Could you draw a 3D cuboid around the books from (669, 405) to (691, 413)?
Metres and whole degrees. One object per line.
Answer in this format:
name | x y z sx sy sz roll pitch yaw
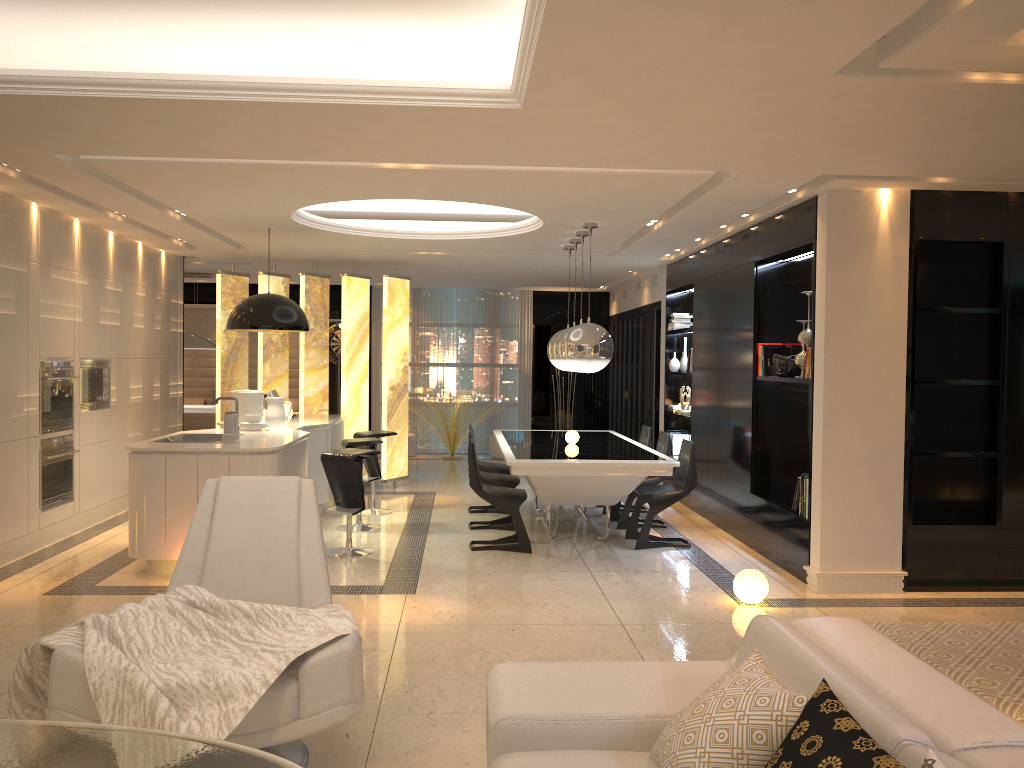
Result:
books | 1.912 0.285 10.095 0.209 0.073 0.266 1 1 0

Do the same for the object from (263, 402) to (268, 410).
object | -2.436 0.247 8.898 0.266 0.147 0.253 2 2 40

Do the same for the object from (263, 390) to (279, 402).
object | -2.442 0.161 8.892 0.249 0.212 0.256 2 2 32

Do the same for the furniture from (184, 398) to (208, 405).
furniture | -5.779 0.644 14.493 1.312 0.810 1.107 1 1 -3

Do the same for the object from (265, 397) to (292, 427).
object | -2.089 0.248 7.891 0.211 0.254 0.183 -1 2 -41

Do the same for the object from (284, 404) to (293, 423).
object | -2.118 0.263 8.117 0.212 0.214 0.213 -1 2 -43

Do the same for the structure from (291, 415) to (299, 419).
structure | -2.463 0.333 8.899 0.502 0.026 0.811 1 1 -3

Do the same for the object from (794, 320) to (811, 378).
object | 2.127 -0.253 6.469 0.121 0.416 0.121 1 1 -8

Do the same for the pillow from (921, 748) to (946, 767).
pillow | 0.653 0.865 1.360 0.255 0.399 0.526 1 1 -3

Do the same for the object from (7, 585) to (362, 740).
object | -1.251 1.091 3.303 1.347 0.580 0.972 2 2 34

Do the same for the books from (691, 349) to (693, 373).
books | 1.978 -0.246 9.212 0.212 0.261 0.252 1 1 -3

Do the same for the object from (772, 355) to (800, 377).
object | 2.085 -0.134 6.736 0.193 0.177 0.375 1 1 -2

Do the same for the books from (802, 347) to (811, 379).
books | 2.136 -0.152 6.127 0.189 0.238 0.290 1 1 -4

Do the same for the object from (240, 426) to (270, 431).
object | -2.163 0.370 7.426 0.264 0.033 0.264 0 2 -34

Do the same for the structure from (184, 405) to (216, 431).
structure | -4.697 0.714 12.058 2.912 0.812 1.659 1 1 -3

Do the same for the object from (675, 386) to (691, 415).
object | 1.897 0.179 9.711 0.177 0.311 0.177 1 1 -3

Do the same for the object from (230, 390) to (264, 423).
object | -2.306 0.213 7.712 0.288 0.330 0.288 1 2 14

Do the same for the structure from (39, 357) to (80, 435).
structure | -3.873 0.085 7.086 0.595 0.597 0.609 1 1 -3

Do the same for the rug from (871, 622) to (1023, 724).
rug | 4.606 1.425 4.508 5.025 0.015 1.526 1 1 -3

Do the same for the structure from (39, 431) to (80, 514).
structure | -3.881 0.694 7.102 0.595 0.597 0.609 1 1 -3

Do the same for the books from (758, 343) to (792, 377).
books | 2.085 -0.191 7.046 0.210 0.270 0.236 1 1 -4

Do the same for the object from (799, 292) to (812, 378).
object | 2.110 -0.346 6.314 0.121 0.612 0.121 1 1 -8

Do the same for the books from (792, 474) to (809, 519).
books | 2.109 0.768 6.179 0.222 0.296 0.345 1 1 -3

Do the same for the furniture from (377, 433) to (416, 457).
furniture | -1.858 0.936 13.765 0.735 0.357 0.735 1 1 -1

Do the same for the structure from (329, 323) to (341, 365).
structure | -2.695 -0.633 14.058 0.669 0.669 0.048 1 1 -3

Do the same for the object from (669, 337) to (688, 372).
object | 1.891 -0.335 10.075 0.210 0.395 0.180 1 1 0

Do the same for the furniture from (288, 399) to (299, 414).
furniture | -3.875 0.664 14.600 1.312 0.810 1.107 1 1 -3

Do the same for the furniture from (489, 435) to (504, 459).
furniture | 0.018 0.959 13.778 0.735 0.357 0.735 0 2 -31

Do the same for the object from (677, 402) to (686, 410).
object | 1.906 0.265 9.881 0.125 0.125 0.125 2 2 36

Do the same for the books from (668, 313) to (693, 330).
books | 1.916 -0.706 10.078 0.259 0.188 0.302 1 1 4

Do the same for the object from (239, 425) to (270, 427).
object | -2.163 0.364 7.426 0.264 0.033 0.264 0 2 -34

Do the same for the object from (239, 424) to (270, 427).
object | -2.162 0.358 7.426 0.264 0.033 0.264 0 2 -34

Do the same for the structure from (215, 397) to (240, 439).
structure | -2.121 0.253 6.588 0.177 0.310 0.089 1 1 -3

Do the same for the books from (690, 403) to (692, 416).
books | 1.969 0.230 9.236 0.182 0.232 0.284 1 1 0

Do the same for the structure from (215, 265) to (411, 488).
structure | -2.283 -0.077 10.248 2.180 2.555 0.448 1 1 -3

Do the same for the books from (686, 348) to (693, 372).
books | 1.966 -0.249 9.421 0.207 0.256 0.245 1 1 -4

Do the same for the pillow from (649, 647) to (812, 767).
pillow | 0.548 0.889 2.272 0.351 0.329 0.521 1 1 -3

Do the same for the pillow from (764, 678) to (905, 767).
pillow | 0.584 0.867 1.815 0.323 0.355 0.524 1 1 -3

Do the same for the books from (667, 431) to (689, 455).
books | 1.900 0.677 10.173 0.210 0.270 0.236 1 1 -4

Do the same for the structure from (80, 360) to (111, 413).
structure | -3.902 0.007 7.830 0.446 0.450 0.659 1 1 -3

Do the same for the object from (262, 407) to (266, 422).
object | -2.327 0.282 8.035 0.211 0.174 0.211 2 2 44

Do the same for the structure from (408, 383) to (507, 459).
structure | -0.904 0.565 13.398 1.282 1.142 1.275 2 2 43

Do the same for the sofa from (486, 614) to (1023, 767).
sofa | 0.539 1.074 1.757 1.145 0.754 2.328 1 1 -3
